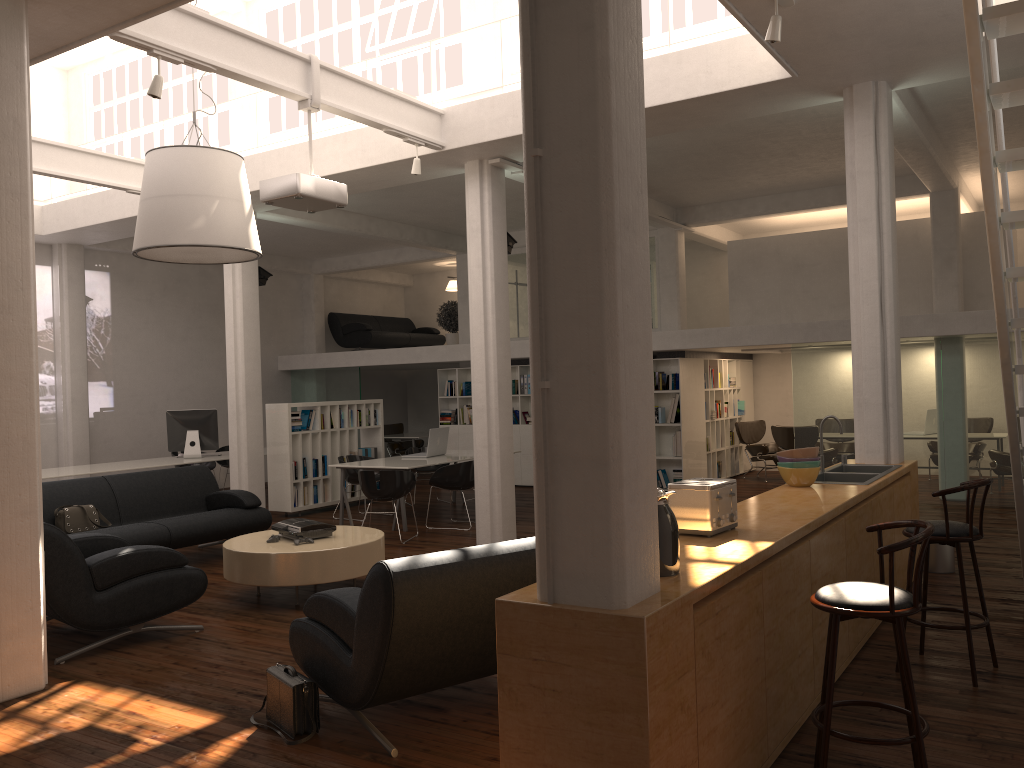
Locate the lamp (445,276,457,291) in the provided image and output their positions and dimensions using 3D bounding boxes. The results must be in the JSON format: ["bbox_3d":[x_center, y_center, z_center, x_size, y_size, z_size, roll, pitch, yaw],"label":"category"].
[{"bbox_3d":[-0.719,-2.613,22.515,2.635,0.513,0.447,-2,0,42],"label":"lamp"}]

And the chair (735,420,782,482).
[{"bbox_3d":[5.223,1.354,18.283,0.994,1.183,0.991,-2,0,-37],"label":"chair"}]

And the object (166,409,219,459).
[{"bbox_3d":[-5.836,0.912,16.203,0.886,0.888,0.347,-2,0,-13],"label":"object"}]

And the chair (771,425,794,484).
[{"bbox_3d":[5.478,1.340,16.539,0.991,1.183,0.994,-2,0,-42],"label":"chair"}]

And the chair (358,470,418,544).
[{"bbox_3d":[-1.749,1.653,12.250,0.795,1.004,0.757,-2,0,7],"label":"chair"}]

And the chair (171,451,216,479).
[{"bbox_3d":[-6.296,1.814,17.441,0.757,1.004,0.795,-2,0,32],"label":"chair"}]

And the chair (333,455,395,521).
[{"bbox_3d":[-2.461,1.683,14.559,0.757,1.004,0.795,-2,0,32],"label":"chair"}]

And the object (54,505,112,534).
[{"bbox_3d":[-4.974,1.564,10.255,0.586,0.352,0.331,-2,0,-42],"label":"object"}]

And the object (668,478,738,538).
[{"bbox_3d":[1.137,0.723,5.233,0.291,0.296,0.385,-2,0,37],"label":"object"}]

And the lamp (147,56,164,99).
[{"bbox_3d":[-3.038,-2.607,7.537,0.136,0.357,0.117,-2,0,26],"label":"lamp"}]

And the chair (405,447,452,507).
[{"bbox_3d":[-1.552,1.659,16.060,0.795,1.004,0.757,-2,0,-23],"label":"chair"}]

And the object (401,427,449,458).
[{"bbox_3d":[-1.442,0.971,14.840,0.557,0.470,0.702,-2,0,22],"label":"object"}]

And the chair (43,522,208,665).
[{"bbox_3d":[-3.686,1.636,7.733,1.454,1.130,1.481,-2,0,44],"label":"chair"}]

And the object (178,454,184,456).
[{"bbox_3d":[-6.264,1.343,16.782,0.108,0.052,0.194,-2,0,-11],"label":"object"}]

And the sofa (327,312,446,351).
[{"bbox_3d":[-3.236,-1.295,23.367,1.467,1.119,3.087,-2,0,32],"label":"sofa"}]

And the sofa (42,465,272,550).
[{"bbox_3d":[-4.557,1.678,10.672,1.467,1.119,3.087,-2,0,32],"label":"sofa"}]

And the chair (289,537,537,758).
[{"bbox_3d":[-0.492,1.528,5.743,1.454,1.130,1.481,-2,0,-36],"label":"chair"}]

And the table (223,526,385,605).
[{"bbox_3d":[-2.125,1.872,9.146,1.616,0.570,1.616,-2,0,26],"label":"table"}]

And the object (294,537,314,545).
[{"bbox_3d":[-2.100,1.534,8.828,0.193,0.099,0.231,-2,0,-34],"label":"object"}]

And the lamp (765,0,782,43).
[{"bbox_3d":[1.972,-2.748,6.687,0.136,0.357,0.117,-2,0,39],"label":"lamp"}]

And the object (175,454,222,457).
[{"bbox_3d":[-5.864,1.341,16.609,0.804,0.032,0.217,-2,0,-13],"label":"object"}]

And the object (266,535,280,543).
[{"bbox_3d":[-2.418,1.563,8.991,0.119,0.062,0.193,-2,0,-7],"label":"object"}]

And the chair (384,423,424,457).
[{"bbox_3d":[-2.862,1.627,23.158,0.991,1.183,0.994,-2,0,33],"label":"chair"}]

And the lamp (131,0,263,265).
[{"bbox_3d":[-3.585,-3.577,9.959,1.386,4.284,1.386,-2,0,-43],"label":"lamp"}]

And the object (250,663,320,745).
[{"bbox_3d":[-1.389,1.933,5.487,0.271,0.376,0.618,-2,0,-42],"label":"object"}]

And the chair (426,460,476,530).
[{"bbox_3d":[-0.794,1.626,13.293,0.757,1.004,0.795,-2,0,27],"label":"chair"}]

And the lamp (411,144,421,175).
[{"bbox_3d":[-1.135,-2.657,10.529,0.136,0.357,0.117,-2,0,39],"label":"lamp"}]

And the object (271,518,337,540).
[{"bbox_3d":[-2.161,1.504,9.201,0.471,0.163,0.558,-2,0,-38],"label":"object"}]

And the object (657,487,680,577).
[{"bbox_3d":[0.669,0.682,4.156,0.201,0.400,0.232,-2,0,-36],"label":"object"}]

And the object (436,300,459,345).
[{"bbox_3d":[-1.357,-1.378,20.524,0.793,1.127,0.770,-2,0,31],"label":"object"}]

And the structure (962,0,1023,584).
[{"bbox_3d":[3.807,-1.432,6.138,0.825,6.780,6.217,-2,0,32],"label":"structure"}]

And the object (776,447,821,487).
[{"bbox_3d":[2.355,0.678,7.294,0.299,0.332,0.331,-2,0,-11],"label":"object"}]

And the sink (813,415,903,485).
[{"bbox_3d":[3.107,0.670,8.105,0.596,0.774,1.757,-2,0,32],"label":"sink"}]

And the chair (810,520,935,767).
[{"bbox_3d":[1.769,1.358,4.355,0.592,1.362,0.665,-2,0,19],"label":"chair"}]

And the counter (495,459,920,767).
[{"bbox_3d":[2.074,1.416,6.443,0.689,1.141,6.858,-2,0,32],"label":"counter"}]

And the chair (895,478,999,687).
[{"bbox_3d":[3.019,1.325,6.146,0.592,1.362,0.665,-2,0,44],"label":"chair"}]

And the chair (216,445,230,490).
[{"bbox_3d":[-5.813,1.803,18.671,0.795,1.004,0.757,-2,0,-13],"label":"chair"}]
